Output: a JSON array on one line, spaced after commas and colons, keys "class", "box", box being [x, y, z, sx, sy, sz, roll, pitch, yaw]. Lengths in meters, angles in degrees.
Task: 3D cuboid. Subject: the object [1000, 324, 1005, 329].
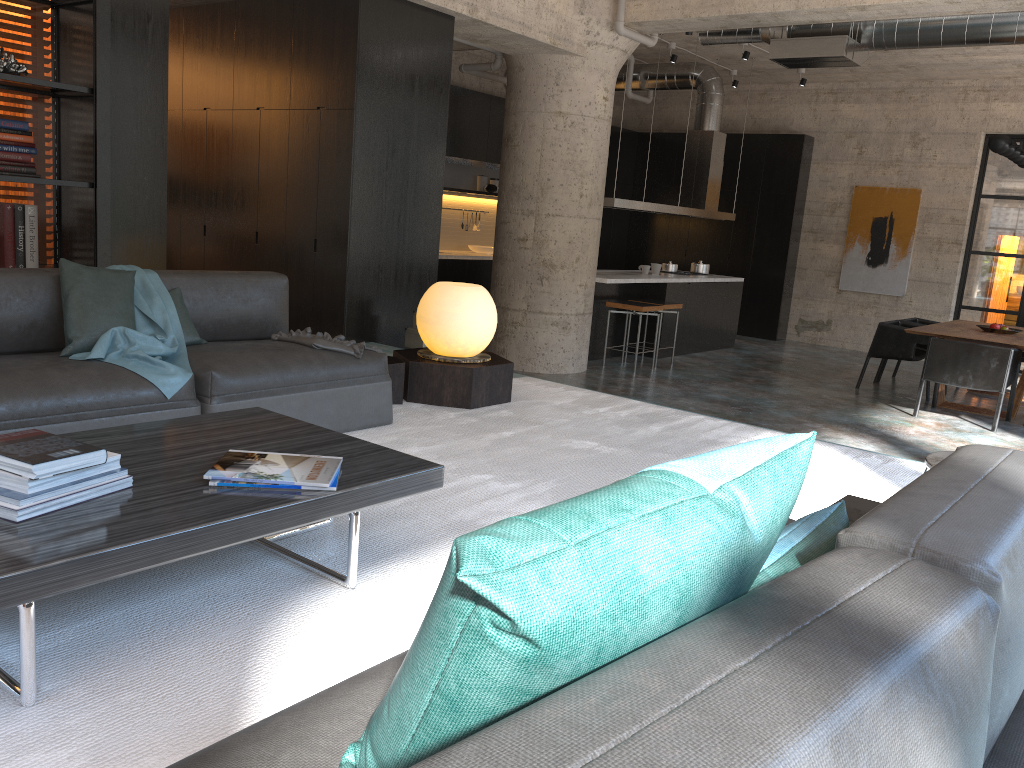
[{"class": "object", "box": [5.061, -0.578, 9.135, 0.110, 0.082, 0.088, 2, 11, -13]}]

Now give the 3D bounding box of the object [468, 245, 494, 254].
[{"class": "object", "box": [-0.394, -1.935, 12.813, 0.490, 0.093, 0.490, 12, 13, 34]}]

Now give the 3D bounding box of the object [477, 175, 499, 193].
[{"class": "object", "box": [-0.279, -2.923, 13.004, 0.334, 0.240, 0.462, 12, 13, 34]}]

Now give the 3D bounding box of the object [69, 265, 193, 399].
[{"class": "object", "box": [-1.602, -0.254, 3.707, 0.444, 0.438, 0.985, 0, 12, -26]}]

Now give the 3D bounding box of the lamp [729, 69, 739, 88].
[{"class": "lamp", "box": [3.131, -4.308, 12.519, 0.145, 0.236, 0.107, 9, 11, 20]}]

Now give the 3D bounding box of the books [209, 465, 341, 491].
[{"class": "books", "box": [-0.630, 0.239, 2.402, 0.318, 0.011, 0.252, 3, 11, -8]}]

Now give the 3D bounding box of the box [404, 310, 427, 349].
[{"class": "box", "box": [-0.654, -0.346, 6.859, 0.280, 0.441, 0.331, 10, 12, 26]}]

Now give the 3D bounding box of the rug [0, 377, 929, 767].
[{"class": "rug", "box": [-1.125, 0.580, 2.071, 2.954, 0.032, 7.768, 13, 13, 36]}]

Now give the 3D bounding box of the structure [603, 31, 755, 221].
[{"class": "structure", "box": [1.925, -3.120, 10.703, 0.538, 2.100, 3.117, 13, 13, 36]}]

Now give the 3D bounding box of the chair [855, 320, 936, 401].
[{"class": "chair", "box": [4.248, -0.284, 9.572, 0.754, 0.738, 0.707, 13, 13, 36]}]

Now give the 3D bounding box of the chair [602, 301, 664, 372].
[{"class": "chair", "box": [1.297, -0.525, 9.616, 0.450, 0.698, 0.450, 13, 13, 36]}]

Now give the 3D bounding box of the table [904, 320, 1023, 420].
[{"class": "table", "box": [5.008, -0.160, 9.204, 1.299, 0.756, 2.410, 13, 13, 36]}]

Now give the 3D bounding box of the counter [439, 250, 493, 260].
[{"class": "counter", "box": [-0.411, -1.798, 12.716, 1.000, 0.142, 4.360, 13, 13, 36]}]

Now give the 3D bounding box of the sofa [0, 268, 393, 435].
[{"class": "sofa", "box": [-1.572, -0.130, 3.801, 1.019, 0.680, 2.063, 13, 13, 36]}]

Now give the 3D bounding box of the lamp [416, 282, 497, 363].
[{"class": "lamp", "box": [-0.315, -0.363, 5.072, 0.462, 0.417, 0.462, 0, 12, -24]}]

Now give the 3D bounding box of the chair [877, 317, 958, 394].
[{"class": "chair", "box": [4.705, -0.354, 10.142, 0.754, 0.738, 0.707, 13, 13, 36]}]

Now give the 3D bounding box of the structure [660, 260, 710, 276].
[{"class": "structure", "box": [2.292, -1.567, 11.825, 0.506, 0.187, 0.833, 13, 13, 36]}]

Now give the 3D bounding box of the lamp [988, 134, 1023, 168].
[{"class": "lamp", "box": [5.242, -2.851, 8.682, 0.583, 1.327, 1.813, 13, 13, 36]}]

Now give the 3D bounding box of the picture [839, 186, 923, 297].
[{"class": "picture", "box": [5.249, -2.046, 12.666, 0.928, 1.494, 0.029, 13, 13, 36]}]

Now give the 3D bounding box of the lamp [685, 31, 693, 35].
[{"class": "lamp", "box": [1.885, -3.824, 9.431, 0.107, 0.236, 0.145, 9, 11, 20]}]

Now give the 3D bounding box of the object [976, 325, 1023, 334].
[{"class": "object", "box": [5.009, -0.570, 9.116, 0.435, 0.079, 0.435, 2, 11, -16]}]

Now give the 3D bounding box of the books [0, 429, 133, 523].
[{"class": "books", "box": [-1.129, 0.200, 2.104, 0.279, 0.116, 0.322, 9, 12, 22]}]

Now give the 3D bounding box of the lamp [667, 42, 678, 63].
[{"class": "lamp", "box": [1.994, -4.123, 11.048, 0.145, 0.236, 0.107, 9, 11, 20]}]

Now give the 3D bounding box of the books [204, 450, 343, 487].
[{"class": "books", "box": [-0.637, 0.227, 2.404, 0.318, 0.011, 0.252, 4, 11, -3]}]

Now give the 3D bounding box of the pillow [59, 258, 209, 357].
[{"class": "pillow", "box": [-1.564, -0.307, 3.676, 0.320, 0.393, 0.670, 15, 15, 42]}]

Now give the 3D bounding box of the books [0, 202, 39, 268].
[{"class": "books", "box": [-2.850, -0.841, 5.028, 0.277, 0.362, 0.191, 12, 13, 31]}]

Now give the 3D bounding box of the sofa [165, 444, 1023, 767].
[{"class": "sofa", "box": [0.309, 0.498, 1.333, 1.019, 0.680, 2.063, 13, 13, 36]}]

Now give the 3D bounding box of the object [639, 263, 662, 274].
[{"class": "object", "box": [1.726, -1.441, 11.055, 0.188, 0.133, 0.437, 13, 13, 37]}]

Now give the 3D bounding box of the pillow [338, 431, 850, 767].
[{"class": "pillow", "box": [0.235, 0.258, 1.193, 1.042, 0.466, 0.349, -5, 14, -42]}]

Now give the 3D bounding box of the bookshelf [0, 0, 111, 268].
[{"class": "bookshelf", "box": [-3.398, -1.285, 4.051, 0.628, 2.571, 2.900, 13, 13, 36]}]

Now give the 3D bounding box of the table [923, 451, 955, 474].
[{"class": "table", "box": [1.364, 0.476, 2.497, 0.620, 0.472, 0.620, 14, 14, 39]}]

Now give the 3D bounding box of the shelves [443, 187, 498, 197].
[{"class": "shelves", "box": [-0.560, -2.747, 12.716, 0.403, 0.043, 4.362, 13, 13, 36]}]

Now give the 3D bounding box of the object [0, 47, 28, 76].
[{"class": "object", "box": [-2.820, -1.760, 4.847, 0.323, 0.177, 0.322, 13, 13, 36]}]

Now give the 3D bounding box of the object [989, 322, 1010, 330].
[{"class": "object", "box": [5.004, -0.579, 9.091, 0.219, 0.097, 0.100, 3, 11, -9]}]

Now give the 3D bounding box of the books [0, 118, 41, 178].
[{"class": "books", "box": [-2.891, -1.328, 4.962, 0.303, 0.303, 0.378, 13, 14, 38]}]

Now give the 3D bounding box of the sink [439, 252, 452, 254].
[{"class": "sink", "box": [-1.269, -1.687, 11.700, 0.458, 0.134, 0.890, 13, 13, 36]}]

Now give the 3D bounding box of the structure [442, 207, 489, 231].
[{"class": "structure", "box": [-0.717, -2.385, 12.893, 0.074, 0.315, 1.171, 13, 13, 36]}]

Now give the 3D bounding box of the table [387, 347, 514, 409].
[{"class": "table", "box": [-0.450, -0.030, 4.998, 0.616, 0.230, 1.044, 13, 13, 36]}]

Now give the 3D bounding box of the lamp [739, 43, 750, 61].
[{"class": "lamp", "box": [2.746, -3.951, 10.480, 0.145, 0.236, 0.107, 9, 11, 20]}]

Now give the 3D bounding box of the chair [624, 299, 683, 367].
[{"class": "chair", "box": [1.591, -0.586, 10.070, 0.450, 0.698, 0.450, 13, 13, 36]}]

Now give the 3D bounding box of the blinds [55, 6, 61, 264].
[{"class": "blinds", "box": [-3.697, -1.161, 4.293, 0.136, 3.160, 2.915, 13, 13, 36]}]

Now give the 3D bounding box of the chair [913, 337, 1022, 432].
[{"class": "chair", "box": [4.245, -0.032, 8.240, 0.707, 0.738, 0.754, 13, 13, 36]}]

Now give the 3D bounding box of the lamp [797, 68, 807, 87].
[{"class": "lamp", "box": [3.900, -4.133, 11.939, 0.145, 0.236, 0.107, 9, 11, 20]}]

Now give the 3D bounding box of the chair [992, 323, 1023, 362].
[{"class": "chair", "box": [5.849, -0.286, 10.302, 0.707, 0.738, 0.754, 13, 13, 36]}]

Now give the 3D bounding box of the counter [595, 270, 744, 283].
[{"class": "counter", "box": [1.675, -1.332, 10.933, 1.000, 0.046, 3.500, 13, 13, 36]}]

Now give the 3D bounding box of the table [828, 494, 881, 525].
[{"class": "table", "box": [0.941, 0.549, 2.174, 0.420, 0.390, 0.413, 13, 13, 36]}]

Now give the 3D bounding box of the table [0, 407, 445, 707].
[{"class": "table", "box": [-1.024, 0.383, 2.336, 0.900, 0.309, 1.500, 13, 13, 36]}]

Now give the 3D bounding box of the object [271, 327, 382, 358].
[{"class": "object", "box": [-0.874, -0.165, 4.293, 0.433, 0.185, 0.429, 12, 13, 32]}]
